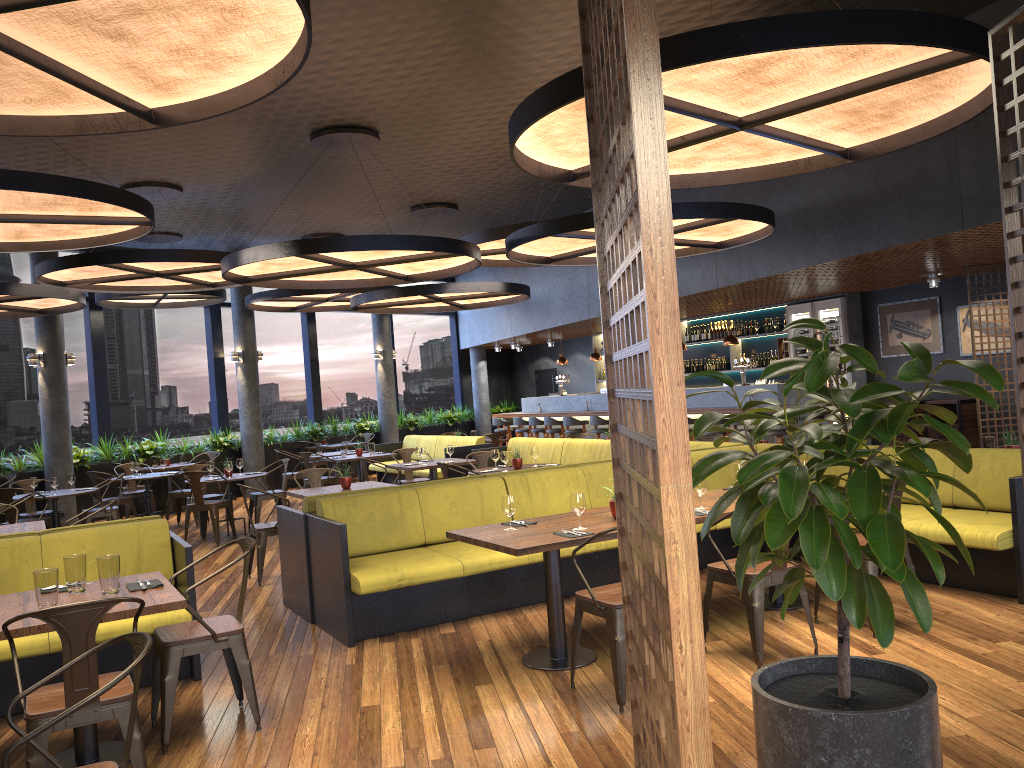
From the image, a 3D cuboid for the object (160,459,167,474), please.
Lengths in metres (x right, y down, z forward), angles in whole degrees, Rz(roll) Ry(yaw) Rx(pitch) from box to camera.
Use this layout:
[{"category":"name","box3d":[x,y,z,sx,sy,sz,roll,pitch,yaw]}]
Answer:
[{"category":"object","box3d":[-5.019,1.188,12.777,0.097,0.206,0.097,-4,0,-24]}]

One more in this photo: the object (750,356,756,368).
[{"category":"object","box3d":[4.232,-0.387,15.573,0.088,0.224,0.088,-4,0,31]}]

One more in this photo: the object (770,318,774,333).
[{"category":"object","box3d":[4.465,-1.002,15.243,0.063,0.254,0.063,-4,0,24]}]

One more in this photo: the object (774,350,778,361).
[{"category":"object","box3d":[4.528,-0.441,15.195,0.079,0.281,0.079,-4,0,-35]}]

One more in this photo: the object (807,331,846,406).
[{"category":"object","box3d":[4.029,-0.205,11.320,0.263,0.944,0.566,-4,0,-36]}]

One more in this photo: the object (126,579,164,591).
[{"category":"object","box3d":[-1.795,0.982,4.340,0.157,0.019,0.255,-4,0,-29]}]

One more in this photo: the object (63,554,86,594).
[{"category":"object","box3d":[-2.125,0.926,4.320,0.102,0.178,0.102,-4,0,7]}]

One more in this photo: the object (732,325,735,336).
[{"category":"object","box3d":[3.989,-0.948,15.952,0.056,0.227,0.056,-4,0,23]}]

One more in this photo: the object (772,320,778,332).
[{"category":"object","box3d":[4.481,-0.981,15.093,0.097,0.206,0.097,-4,0,30]}]

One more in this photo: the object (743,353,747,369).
[{"category":"object","box3d":[4.162,-0.409,15.862,0.079,0.281,0.079,-5,-1,40]}]

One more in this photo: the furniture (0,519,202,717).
[{"category":"furniture","box3d":[-2.606,1.350,3.107,3.378,0.916,4.755,-4,0,-29]}]

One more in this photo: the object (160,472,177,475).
[{"category":"object","box3d":[-4.904,1.273,12.640,0.255,0.019,0.157,-4,0,2]}]

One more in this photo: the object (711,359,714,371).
[{"category":"object","box3d":[3.752,-0.345,16.539,0.088,0.224,0.088,-4,0,-14]}]

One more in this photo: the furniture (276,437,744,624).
[{"category":"furniture","box3d":[0.156,1.182,8.386,4.895,0.914,7.462,-4,0,-34]}]

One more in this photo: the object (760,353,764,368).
[{"category":"object","box3d":[4.351,-0.411,15.487,0.063,0.254,0.063,-4,0,-1]}]

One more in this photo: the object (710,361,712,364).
[{"category":"object","box3d":[3.761,-0.336,16.753,0.097,0.206,0.097,-4,0,3]}]

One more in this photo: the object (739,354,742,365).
[{"category":"object","box3d":[4.117,-0.405,15.944,0.079,0.281,0.079,-4,0,-25]}]

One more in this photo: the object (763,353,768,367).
[{"category":"object","box3d":[4.389,-0.415,15.364,0.063,0.254,0.063,-4,0,24]}]

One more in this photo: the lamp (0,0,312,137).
[{"category":"lamp","box3d":[-2.243,-2.044,3.432,2.778,1.362,2.778,-4,0,26]}]

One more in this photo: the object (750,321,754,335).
[{"category":"object","box3d":[4.200,-0.980,15.558,0.063,0.254,0.063,-5,0,33]}]

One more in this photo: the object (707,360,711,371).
[{"category":"object","box3d":[3.700,-0.340,16.633,0.088,0.224,0.088,-4,0,31]}]

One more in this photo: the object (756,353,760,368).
[{"category":"object","box3d":[4.284,-0.407,15.443,0.063,0.254,0.063,-4,0,-26]}]

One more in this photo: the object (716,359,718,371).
[{"category":"object","box3d":[3.852,-0.352,16.593,0.088,0.224,0.088,-4,0,-34]}]

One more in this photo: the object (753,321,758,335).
[{"category":"object","box3d":[4.282,-0.986,15.605,0.063,0.254,0.063,-4,-1,-42]}]

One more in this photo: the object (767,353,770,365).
[{"category":"object","box3d":[4.458,-0.420,15.412,0.063,0.254,0.063,-4,0,-21]}]

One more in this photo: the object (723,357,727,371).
[{"category":"object","box3d":[3.929,-0.374,16.362,0.063,0.254,0.063,-5,0,33]}]

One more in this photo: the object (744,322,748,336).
[{"category":"object","box3d":[4.135,-0.975,15.661,0.063,0.254,0.063,-4,0,-32]}]

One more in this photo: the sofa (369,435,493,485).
[{"category":"sofa","box3d":[-1.428,1.344,14.714,0.966,0.914,3.061,-4,0,-29]}]

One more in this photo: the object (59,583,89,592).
[{"category":"object","box3d":[-2.240,1.015,4.433,0.255,0.019,0.157,-4,0,-29]}]

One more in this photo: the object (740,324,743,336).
[{"category":"object","box3d":[4.101,-0.957,15.875,0.056,0.227,0.056,-4,0,-27]}]

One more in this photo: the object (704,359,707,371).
[{"category":"object","box3d":[3.682,-0.353,16.840,0.063,0.254,0.063,-4,0,19]}]

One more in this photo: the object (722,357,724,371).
[{"category":"object","box3d":[3.920,-0.373,16.478,0.063,0.254,0.063,-4,0,-2]}]

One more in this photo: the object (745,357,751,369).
[{"category":"object","box3d":[4.187,-0.374,15.709,0.097,0.206,0.097,-4,0,30]}]

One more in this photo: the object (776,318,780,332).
[{"category":"object","box3d":[4.561,-1.009,15.202,0.063,0.254,0.063,-4,0,-21]}]

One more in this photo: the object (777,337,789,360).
[{"category":"object","box3d":[4.642,-0.549,14.912,0.161,0.475,0.300,-4,0,-29]}]

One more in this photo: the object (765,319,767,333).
[{"category":"object","box3d":[4.392,-0.996,15.293,0.063,0.254,0.063,-4,0,13]}]

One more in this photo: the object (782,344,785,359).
[{"category":"object","box3d":[4.612,-0.501,14.975,0.091,0.369,0.092,-4,0,30]}]

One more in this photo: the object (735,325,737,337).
[{"category":"object","box3d":[4.018,-0.951,15.899,0.056,0.227,0.056,-5,-1,38]}]

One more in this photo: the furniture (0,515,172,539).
[{"category":"furniture","box3d":[-4.829,1.544,7.171,3.372,0.914,4.503,-4,0,-29]}]

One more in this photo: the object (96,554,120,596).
[{"category":"object","box3d":[-1.915,0.910,4.219,0.102,0.178,0.102,-4,-1,-43]}]

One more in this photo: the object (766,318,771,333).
[{"category":"object","box3d":[4.384,-0.996,15.181,0.063,0.254,0.063,-4,0,-1]}]

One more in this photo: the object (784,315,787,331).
[{"category":"object","box3d":[4.621,-1.029,14.947,0.079,0.281,0.079,-4,0,-20]}]

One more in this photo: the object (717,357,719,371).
[{"category":"object","box3d":[3.840,-0.367,16.453,0.063,0.254,0.063,-4,0,-1]}]

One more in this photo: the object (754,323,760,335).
[{"category":"object","box3d":[4.266,-0.962,15.452,0.097,0.206,0.097,-4,0,30]}]

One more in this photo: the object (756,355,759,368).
[{"category":"object","box3d":[4.336,-0.394,15.612,0.088,0.224,0.088,-4,0,-34]}]

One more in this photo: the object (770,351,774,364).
[{"category":"object","box3d":[4.483,-0.437,15.278,0.079,0.281,0.079,-5,0,35]}]

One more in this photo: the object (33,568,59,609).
[{"category":"object","box3d":[-2.076,0.920,3.959,0.102,0.178,0.102,-4,-1,-43]}]

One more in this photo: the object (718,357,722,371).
[{"category":"object","box3d":[3.831,-0.367,16.319,0.063,0.254,0.063,-4,0,-22]}]

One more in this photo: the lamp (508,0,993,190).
[{"category":"lamp","box3d":[1.319,-2.219,5.300,2.778,1.475,2.778,-4,0,-29]}]

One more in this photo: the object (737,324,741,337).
[{"category":"object","box3d":[4.048,-0.953,15.845,0.056,0.227,0.056,-4,-1,-42]}]

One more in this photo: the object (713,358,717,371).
[{"category":"object","box3d":[3.756,-0.361,16.406,0.063,0.254,0.063,-4,0,-36]}]

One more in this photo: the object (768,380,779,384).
[{"category":"object","box3d":[4.530,0.170,15.292,0.204,0.492,0.310,-4,0,-29]}]
